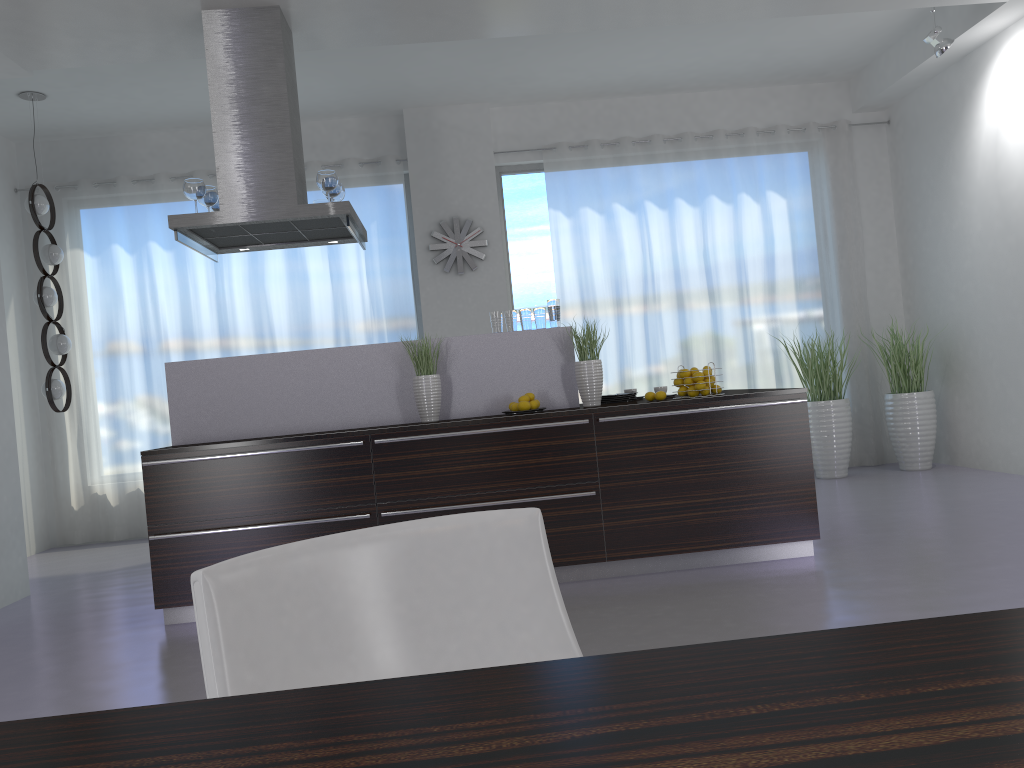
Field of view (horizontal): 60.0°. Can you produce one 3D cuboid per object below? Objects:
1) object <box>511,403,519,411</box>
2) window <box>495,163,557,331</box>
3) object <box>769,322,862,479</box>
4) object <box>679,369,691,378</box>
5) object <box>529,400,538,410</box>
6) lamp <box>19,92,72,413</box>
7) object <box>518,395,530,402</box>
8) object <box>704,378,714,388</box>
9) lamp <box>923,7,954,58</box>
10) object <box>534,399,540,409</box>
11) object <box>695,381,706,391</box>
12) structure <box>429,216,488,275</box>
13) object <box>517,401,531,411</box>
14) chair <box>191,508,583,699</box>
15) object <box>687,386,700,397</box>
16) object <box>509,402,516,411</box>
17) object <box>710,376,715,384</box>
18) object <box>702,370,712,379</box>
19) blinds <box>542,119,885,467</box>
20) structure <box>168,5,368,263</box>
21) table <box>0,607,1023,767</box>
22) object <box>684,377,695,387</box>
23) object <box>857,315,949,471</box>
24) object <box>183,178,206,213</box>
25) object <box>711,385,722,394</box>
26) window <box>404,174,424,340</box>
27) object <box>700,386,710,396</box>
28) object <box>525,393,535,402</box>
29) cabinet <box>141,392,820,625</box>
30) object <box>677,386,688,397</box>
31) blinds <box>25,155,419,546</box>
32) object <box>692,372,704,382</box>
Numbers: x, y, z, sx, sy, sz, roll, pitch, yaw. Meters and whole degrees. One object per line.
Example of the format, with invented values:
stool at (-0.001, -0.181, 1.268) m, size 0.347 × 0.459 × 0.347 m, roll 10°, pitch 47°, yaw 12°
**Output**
object at (0.024, 0.124, 4.624) m, size 0.063 × 0.051 × 0.053 m, roll -5°, pitch 0°, yaw 1°
window at (1.436, -0.850, 8.111) m, size 3.000 × 2.500 × 0.100 m, roll -5°, pitch 0°, yaw -3°
object at (2.619, 0.122, 7.403) m, size 0.713 × 1.334 × 0.656 m, roll -5°, pitch 0°, yaw -3°
object at (0.900, -0.053, 4.621) m, size 0.063 × 0.051 × 0.053 m, roll -6°, pitch -1°, yaw 44°
object at (0.109, 0.112, 4.625) m, size 0.061 × 0.054 × 0.052 m, roll -5°, pitch 0°, yaw -26°
lamp at (-3.462, -0.969, 6.596) m, size 0.180 × 2.370 × 0.367 m, roll -5°, pitch 0°, yaw -10°
object at (0.062, 0.082, 4.626) m, size 0.061 × 0.047 × 0.053 m, roll -5°, pitch 0°, yaw 0°
object at (1.018, -0.002, 4.595) m, size 0.061 × 0.055 × 0.051 m, roll -5°, pitch 0°, yaw -24°
lamp at (2.929, -2.506, 6.111) m, size 0.185 × 0.511 × 0.150 m, roll -5°, pitch 0°, yaw -3°
object at (0.121, 0.107, 4.681) m, size 0.051 × 0.053 × 0.063 m, roll -6°, pitch -1°, yaw 37°
object at (0.966, 0.010, 4.549) m, size 0.061 × 0.054 × 0.052 m, roll -5°, pitch 0°, yaw -26°
structure at (-0.464, -1.199, 7.669) m, size 0.505 × 0.505 × 0.076 m, roll -5°, pitch 0°, yaw -3°
object at (0.062, 0.116, 4.579) m, size 0.070 × 0.058 × 0.060 m, roll -5°, pitch 0°, yaw -4°
chair at (-0.024, 0.589, 1.032) m, size 0.508 × 0.805 × 0.620 m, roll -5°, pitch 0°, yaw -33°
object at (0.941, 0.039, 4.597) m, size 0.064 × 0.063 × 0.074 m, roll -5°, pitch 0°, yaw 17°
object at (0.012, 0.121, 4.678) m, size 0.061 × 0.054 × 0.052 m, roll -6°, pitch -1°, yaw 44°
object at (1.042, -0.019, 4.648) m, size 0.053 × 0.054 × 0.061 m, roll -6°, pitch -1°, yaw 43°
object at (1.012, -0.052, 4.601) m, size 0.051 × 0.053 × 0.063 m, roll -5°, pitch 0°, yaw 10°
blinds at (1.818, -0.700, 7.907) m, size 2.830 × 3.112 × 0.120 m, roll -5°, pitch 0°, yaw -3°
structure at (-1.453, -1.438, 5.300) m, size 0.981 × 1.231 × 0.915 m, roll -5°, pitch 0°, yaw -3°
table at (0.673, 0.528, 0.111) m, size 2.046 × 0.783 × 1.127 m, roll -5°, pitch 0°, yaw -3°
object at (0.922, -0.010, 4.610) m, size 0.062 × 0.053 × 0.052 m, roll -5°, pitch 0°, yaw -31°
object at (3.274, 0.061, 7.473) m, size 0.656 × 1.334 × 0.713 m, roll -5°, pitch 0°, yaw -19°
object at (-1.777, -1.034, 4.980) m, size 0.125 × 0.221 × 0.125 m, roll -6°, pitch 0°, yaw 21°
object at (1.066, 0.029, 4.630) m, size 0.053 × 0.052 × 0.062 m, roll -6°, pitch -1°, yaw 36°
window at (-2.292, -0.502, 7.894) m, size 3.000 × 2.500 × 0.100 m, roll -5°, pitch 0°, yaw -3°
object at (0.996, 0.036, 4.579) m, size 0.051 × 0.053 × 0.063 m, roll -5°, pitch 0°, yaw 5°
object at (0.091, 0.069, 4.670) m, size 0.053 × 0.048 × 0.063 m, roll -5°, pitch -1°, yaw -37°
cabinet at (-0.151, 0.606, 4.993) m, size 3.285 × 0.852 × 1.377 m, roll -5°, pitch 0°, yaw -3°
object at (0.895, 0.038, 4.637) m, size 0.060 × 0.057 × 0.052 m, roll -5°, pitch 0°, yaw -2°
blinds at (-2.423, -0.303, 7.660) m, size 3.245 × 3.112 × 0.120 m, roll -5°, pitch 0°, yaw -3°
object at (0.961, -0.036, 4.576) m, size 0.061 × 0.052 × 0.053 m, roll -5°, pitch 0°, yaw 10°
